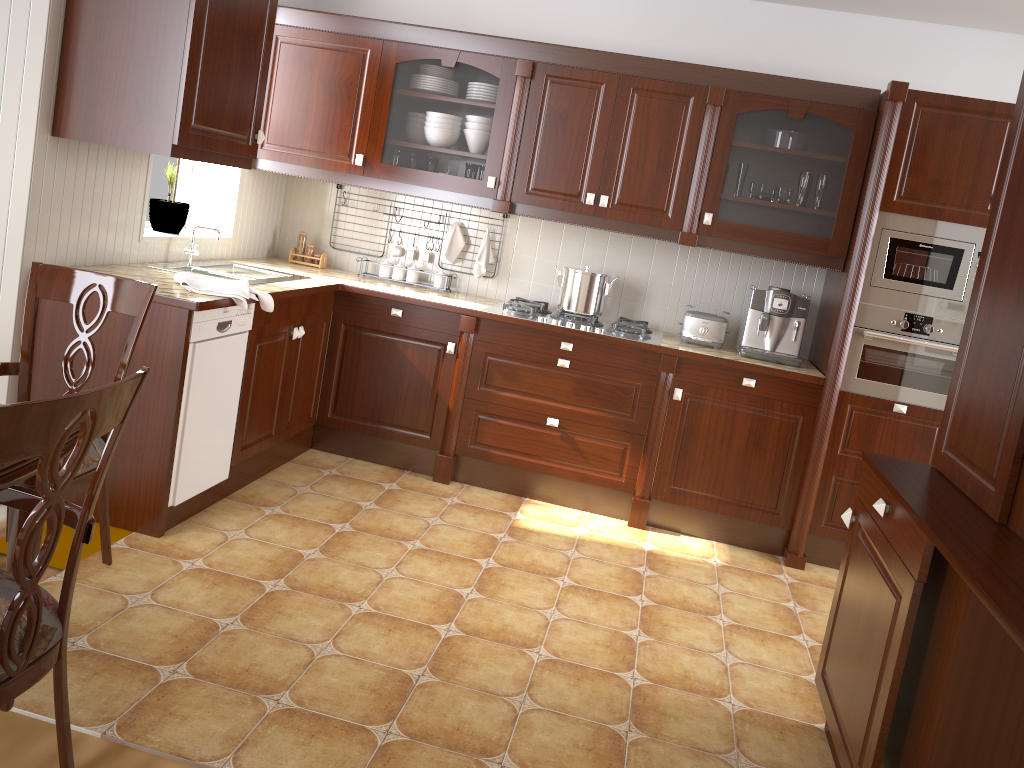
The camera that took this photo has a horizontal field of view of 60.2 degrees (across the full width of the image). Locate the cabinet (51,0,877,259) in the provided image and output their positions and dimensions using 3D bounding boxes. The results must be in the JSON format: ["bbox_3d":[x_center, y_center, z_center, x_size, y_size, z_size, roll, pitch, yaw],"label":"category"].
[{"bbox_3d":[0.013,-1.029,3.320,2.787,0.771,1.380,12,10,9],"label":"cabinet"}]

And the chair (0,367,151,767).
[{"bbox_3d":[-0.852,0.323,1.288,0.460,0.738,0.407,11,8,9],"label":"chair"}]

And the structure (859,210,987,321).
[{"bbox_3d":[1.737,-0.503,3.764,0.496,0.382,0.319,11,9,9],"label":"structure"}]

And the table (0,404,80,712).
[{"bbox_3d":[-1.660,0.246,1.435,1.682,0.553,0.741,12,10,9],"label":"table"}]

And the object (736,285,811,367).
[{"bbox_3d":[1.189,-0.273,4.007,0.275,0.319,0.326,11,9,9],"label":"object"}]

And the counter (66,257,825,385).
[{"bbox_3d":[-0.094,-0.239,3.614,2.789,0.032,1.841,12,11,9],"label":"counter"}]

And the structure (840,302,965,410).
[{"bbox_3d":[1.644,-0.108,3.653,0.495,0.371,0.041,12,7,10],"label":"structure"}]

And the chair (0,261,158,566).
[{"bbox_3d":[-1.146,0.114,2.090,0.405,0.738,0.463,11,8,6],"label":"chair"}]

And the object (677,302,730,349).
[{"bbox_3d":[0.887,-0.271,4.074,0.244,0.186,0.142,12,8,10],"label":"object"}]

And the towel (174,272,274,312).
[{"bbox_3d":[-1.030,-0.325,3.183,0.342,0.096,0.335,4,12,-27],"label":"towel"}]

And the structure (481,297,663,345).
[{"bbox_3d":[0.305,-0.312,4.157,0.818,0.046,0.596,12,11,9],"label":"structure"}]

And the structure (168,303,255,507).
[{"bbox_3d":[-1.240,0.051,3.170,0.380,0.740,0.427,11,8,9],"label":"structure"}]
